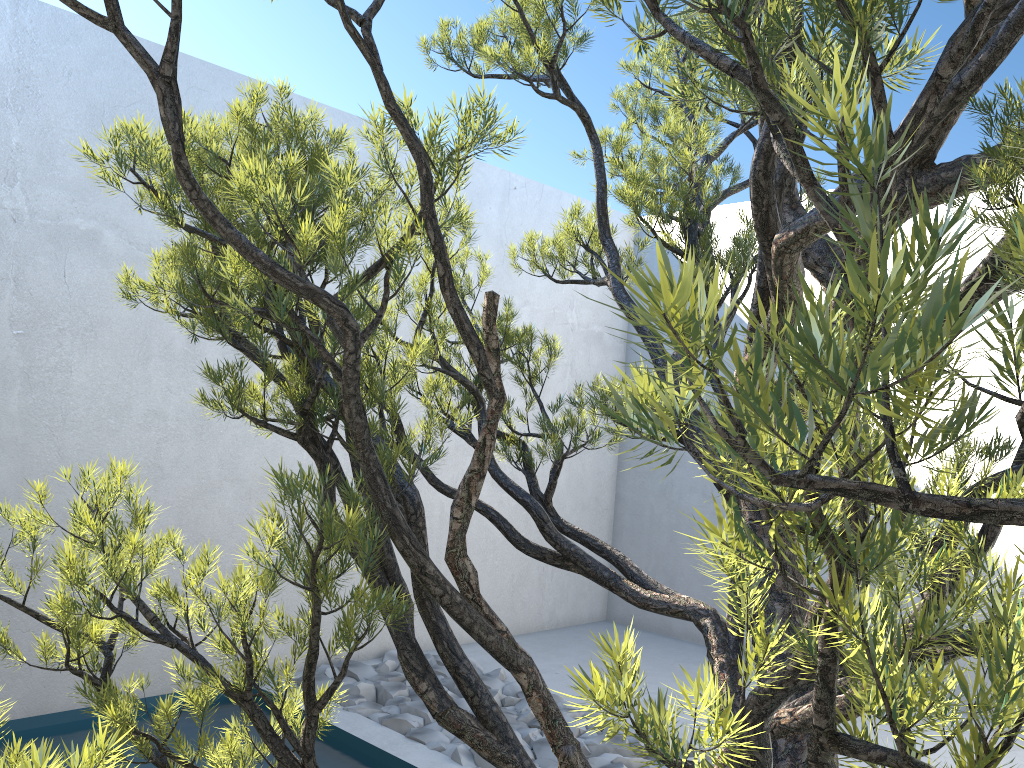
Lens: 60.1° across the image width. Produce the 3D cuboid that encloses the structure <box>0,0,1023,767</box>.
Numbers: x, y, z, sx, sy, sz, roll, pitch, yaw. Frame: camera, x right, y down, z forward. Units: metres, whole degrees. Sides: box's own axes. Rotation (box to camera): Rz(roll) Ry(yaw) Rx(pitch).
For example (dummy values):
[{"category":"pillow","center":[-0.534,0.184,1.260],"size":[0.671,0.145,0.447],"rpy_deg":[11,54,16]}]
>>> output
[{"category":"structure","center":[0.461,-0.109,1.386],"size":[2.513,3.472,2.593],"rpy_deg":[4,0,38]}]
